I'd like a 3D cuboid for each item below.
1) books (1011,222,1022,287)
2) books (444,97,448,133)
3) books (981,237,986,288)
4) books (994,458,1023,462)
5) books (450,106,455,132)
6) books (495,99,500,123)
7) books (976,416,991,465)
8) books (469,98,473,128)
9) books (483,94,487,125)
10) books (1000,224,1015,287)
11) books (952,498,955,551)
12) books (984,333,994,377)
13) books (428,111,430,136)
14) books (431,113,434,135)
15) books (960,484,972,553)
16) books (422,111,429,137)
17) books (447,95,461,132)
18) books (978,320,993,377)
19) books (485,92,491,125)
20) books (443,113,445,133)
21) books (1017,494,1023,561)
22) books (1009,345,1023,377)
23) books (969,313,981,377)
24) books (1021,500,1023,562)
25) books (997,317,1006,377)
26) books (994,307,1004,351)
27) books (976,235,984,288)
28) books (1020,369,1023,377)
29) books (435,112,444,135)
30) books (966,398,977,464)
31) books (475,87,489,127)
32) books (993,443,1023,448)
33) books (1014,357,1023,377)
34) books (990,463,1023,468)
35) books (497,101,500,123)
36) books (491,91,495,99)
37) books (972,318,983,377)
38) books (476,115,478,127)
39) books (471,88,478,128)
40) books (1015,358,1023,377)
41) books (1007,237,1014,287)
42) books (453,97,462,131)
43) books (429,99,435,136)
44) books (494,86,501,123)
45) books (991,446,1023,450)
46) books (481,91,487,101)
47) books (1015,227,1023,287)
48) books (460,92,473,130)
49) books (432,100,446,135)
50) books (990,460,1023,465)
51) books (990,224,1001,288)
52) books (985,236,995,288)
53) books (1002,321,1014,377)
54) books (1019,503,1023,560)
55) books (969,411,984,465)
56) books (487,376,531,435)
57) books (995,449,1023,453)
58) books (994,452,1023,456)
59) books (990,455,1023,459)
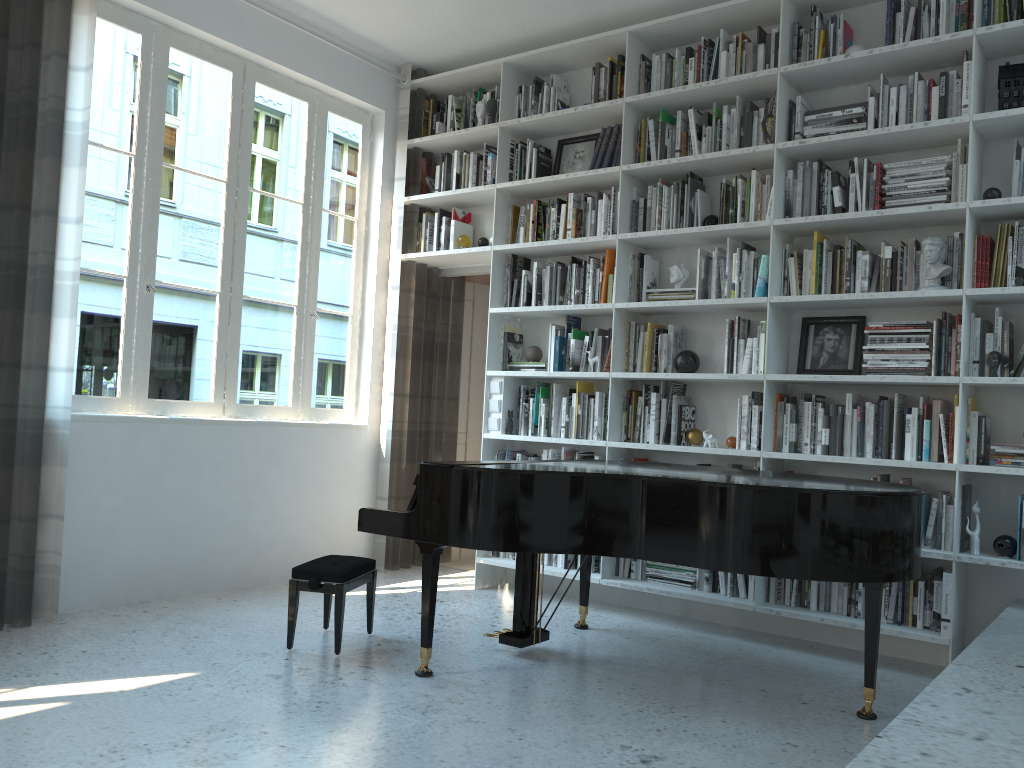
[{"bbox_3d":[2.152,-0.528,3.777,0.019,0.294,0.164,2,-2,36],"label":"books"},{"bbox_3d":[-0.376,-1.681,5.713,0.010,0.281,0.160,2,-2,36],"label":"books"},{"bbox_3d":[2.063,-0.505,3.861,0.014,0.244,0.145,2,-2,36],"label":"books"},{"bbox_3d":[2.153,0.319,3.664,0.254,0.012,0.161,1,-3,42],"label":"books"},{"bbox_3d":[-0.327,-1.643,5.660,0.030,0.206,0.175,2,-2,36],"label":"books"},{"bbox_3d":[-0.048,-1.635,5.481,0.023,0.205,0.146,2,-2,36],"label":"books"},{"bbox_3d":[2.039,0.245,3.833,0.030,0.210,0.136,2,-2,36],"label":"books"},{"bbox_3d":[-0.215,-1.665,5.614,0.030,0.257,0.130,2,-2,36],"label":"books"},{"bbox_3d":[-0.125,-1.657,5.521,0.025,0.243,0.167,2,-2,36],"label":"books"},{"bbox_3d":[2.129,-0.527,3.808,0.035,0.293,0.145,2,-2,36],"label":"books"},{"bbox_3d":[1.929,0.603,3.826,0.025,0.228,0.133,2,-2,36],"label":"books"},{"bbox_3d":[2.061,-0.113,3.807,0.027,0.192,0.182,2,-2,36],"label":"books"},{"bbox_3d":[-0.488,-1.655,5.796,0.023,0.223,0.151,2,-2,36],"label":"books"},{"bbox_3d":[-0.462,-1.641,5.768,0.024,0.194,0.167,2,-2,36],"label":"books"},{"bbox_3d":[1.948,0.575,3.805,0.012,0.285,0.159,2,-2,36],"label":"books"},{"bbox_3d":[-0.529,-1.654,5.811,0.014,0.219,0.188,2,-2,36],"label":"books"},{"bbox_3d":[-0.342,-1.682,5.686,0.028,0.283,0.189,2,-2,36],"label":"books"},{"bbox_3d":[2.052,-0.142,3.841,0.028,0.253,0.142,2,-2,36],"label":"books"},{"bbox_3d":[-0.100,-1.661,5.515,0.021,0.253,0.179,2,-2,36],"label":"books"},{"bbox_3d":[-0.385,-1.638,5.737,0.031,0.195,0.145,2,-2,36],"label":"books"},{"bbox_3d":[2.092,0.587,3.644,0.005,0.264,0.162,2,-2,36],"label":"books"},{"bbox_3d":[2.159,-0.126,3.734,0.095,0.228,0.190,2,-2,36],"label":"books"},{"bbox_3d":[2.020,-0.159,3.870,0.012,0.285,0.159,2,-2,36],"label":"books"},{"bbox_3d":[2.104,0.596,3.624,0.014,0.245,0.176,2,-2,36],"label":"books"},{"bbox_3d":[2.104,-0.147,3.809,0.012,0.266,0.157,2,-2,36],"label":"books"},{"bbox_3d":[2.089,-0.169,3.809,0.013,0.306,0.141,2,-2,36],"label":"books"},{"bbox_3d":[2.051,-0.511,3.872,0.015,0.255,0.150,2,-2,36],"label":"books"},{"bbox_3d":[2.201,-0.123,3.734,0.095,0.226,0.144,2,-2,36],"label":"books"},{"bbox_3d":[-0.424,-1.636,5.734,0.028,0.186,0.182,2,-2,36],"label":"books"},{"bbox_3d":[2.001,0.206,3.861,0.012,0.285,0.159,2,-2,36],"label":"books"},{"bbox_3d":[-0.181,-1.693,5.586,0.029,0.314,0.129,2,-2,36],"label":"books"},{"bbox_3d":[2.152,0.258,3.661,0.161,0.012,0.254,5,-3,-45],"label":"books"},{"bbox_3d":[2.177,-0.121,3.743,0.088,0.220,0.138,2,-2,36],"label":"books"},{"bbox_3d":[2.151,0.343,3.662,0.285,0.012,0.159,1,-3,39],"label":"books"},{"bbox_3d":[-0.030,-1.625,5.463,0.028,0.185,0.167,2,-2,36],"label":"books"},{"bbox_3d":[-0.082,-1.664,5.498,0.027,0.259,0.147,2,-2,36],"label":"books"},{"bbox_3d":[2.034,-0.148,3.859,0.024,0.263,0.154,2,-2,36],"label":"books"},{"bbox_3d":[-0.169,-1.630,5.560,0.024,0.187,0.159,2,-2,36],"label":"books"},{"bbox_3d":[-0.204,-1.689,5.590,0.014,0.304,0.145,2,-2,36],"label":"books"},{"bbox_3d":[2.175,-0.116,3.727,0.089,0.210,0.176,2,-2,36],"label":"books"},{"bbox_3d":[2.138,-0.497,3.789,0.015,0.231,0.180,2,-2,36],"label":"books"},{"bbox_3d":[-0.302,-1.671,5.636,0.057,0.262,0.191,2,-2,36],"label":"books"},{"bbox_3d":[-0.477,-1.687,5.778,0.014,0.286,0.175,2,-2,36],"label":"books"},{"bbox_3d":[-0.058,-1.679,5.496,0.013,0.292,0.154,2,-2,36],"label":"books"},{"bbox_3d":[2.156,0.271,3.666,0.285,0.012,0.159,1,-3,40],"label":"books"},{"bbox_3d":[-0.148,-1.673,5.556,0.013,0.275,0.158,2,-2,36],"label":"books"},{"bbox_3d":[2.181,-0.518,3.784,0.035,0.278,0.139,2,-2,36],"label":"books"},{"bbox_3d":[-0.253,-1.679,5.620,0.039,0.282,0.181,2,-2,36],"label":"books"},{"bbox_3d":[-0.444,-1.678,5.750,0.025,0.269,0.177,2,-2,36],"label":"books"},{"bbox_3d":[2.154,0.331,3.666,0.285,0.012,0.159,1,-3,41],"label":"books"},{"bbox_3d":[2.092,-0.529,3.822,0.035,0.293,0.145,2,-2,36],"label":"books"},{"bbox_3d":[2.083,-0.505,3.861,0.013,0.247,0.176,2,-2,36],"label":"books"},{"bbox_3d":[2.122,-0.138,3.795,0.035,0.248,0.141,2,-2,36],"label":"books"},{"bbox_3d":[2.104,0.605,3.646,0.012,0.229,0.129,2,-2,36],"label":"books"},{"bbox_3d":[2.015,0.235,3.848,0.027,0.229,0.141,2,-2,36],"label":"books"},{"bbox_3d":[-0.015,0.131,5.286,0.106,0.340,0.307,2,-2,36],"label":"books"},{"bbox_3d":[2.149,0.282,3.659,0.254,0.012,0.161,1,-3,36],"label":"books"},{"bbox_3d":[2.156,0.295,3.666,0.254,0.012,0.161,1,-3,41],"label":"books"},{"bbox_3d":[2.152,0.307,3.663,0.285,0.012,0.159,1,-3,39],"label":"books"}]
